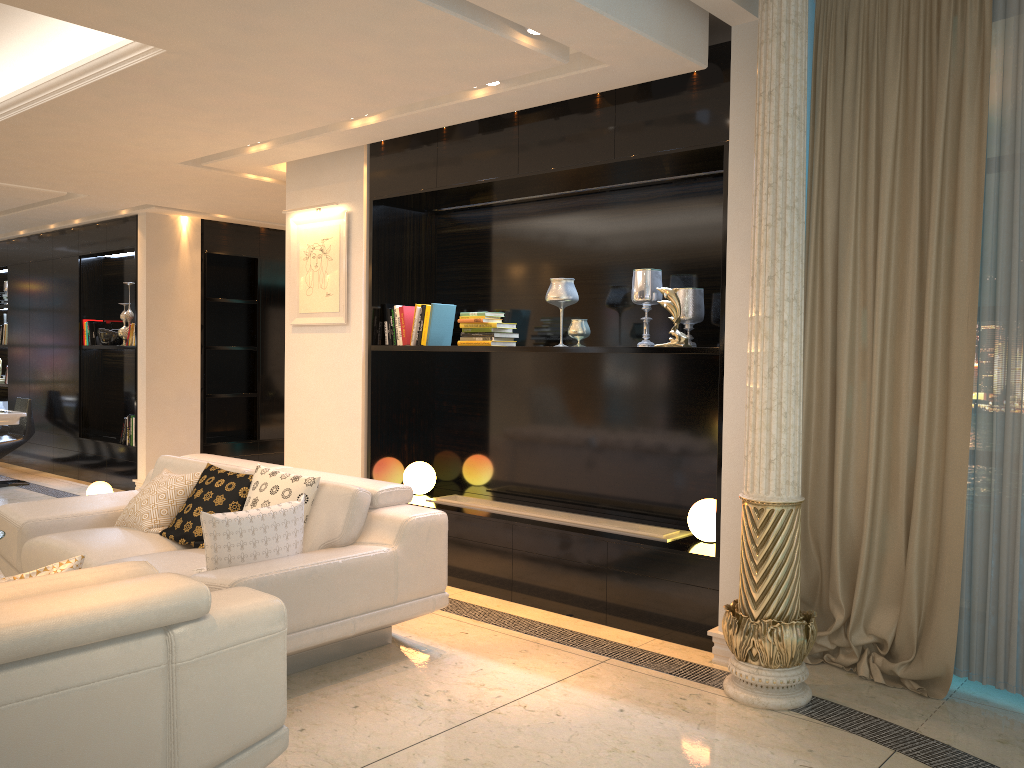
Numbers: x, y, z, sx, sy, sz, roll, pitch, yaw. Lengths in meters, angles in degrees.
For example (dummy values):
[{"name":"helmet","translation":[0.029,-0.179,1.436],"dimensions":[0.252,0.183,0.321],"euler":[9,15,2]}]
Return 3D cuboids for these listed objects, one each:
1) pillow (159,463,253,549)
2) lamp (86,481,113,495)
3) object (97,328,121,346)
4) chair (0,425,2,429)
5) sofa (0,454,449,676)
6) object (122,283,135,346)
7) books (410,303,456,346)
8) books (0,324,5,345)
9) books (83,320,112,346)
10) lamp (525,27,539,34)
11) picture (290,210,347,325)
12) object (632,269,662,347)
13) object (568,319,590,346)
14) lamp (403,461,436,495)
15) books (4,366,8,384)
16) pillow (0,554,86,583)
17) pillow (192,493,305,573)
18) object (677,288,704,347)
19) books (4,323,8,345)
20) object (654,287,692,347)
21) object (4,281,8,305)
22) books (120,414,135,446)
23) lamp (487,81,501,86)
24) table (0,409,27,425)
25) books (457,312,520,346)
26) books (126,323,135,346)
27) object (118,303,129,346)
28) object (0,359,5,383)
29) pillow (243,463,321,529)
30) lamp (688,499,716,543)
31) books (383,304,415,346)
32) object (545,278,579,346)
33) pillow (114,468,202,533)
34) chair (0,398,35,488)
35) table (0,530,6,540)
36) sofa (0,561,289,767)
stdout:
[{"name":"pillow","translation":[-1.536,0.605,4.454],"dimensions":[0.524,0.355,0.323],"euler":[2,2,41]},{"name":"lamp","translation":[-3.571,0.949,7.680],"dimensions":[0.212,0.214,0.213],"euler":[1,2,-10]},{"name":"object","translation":[-4.049,-0.468,8.926],"dimensions":[0.375,0.177,0.193],"euler":[2,2,42]},{"name":"chair","translation":[-5.679,0.547,9.265],"dimensions":[0.523,0.858,0.496],"euler":[2,2,41]},{"name":"sofa","translation":[-1.523,0.813,4.386],"dimensions":[2.328,0.754,1.145],"euler":[2,2,41]},{"name":"object","translation":[-3.731,-0.678,8.646],"dimensions":[0.121,0.612,0.121],"euler":[2,2,36]},{"name":"books","translation":[-0.495,-0.364,5.517],"dimensions":[0.210,0.261,0.212],"euler":[2,2,41]},{"name":"books","translation":[-6.066,-0.598,10.702],"dimensions":[0.245,0.256,0.207],"euler":[2,2,40]},{"name":"books","translation":[-4.273,-0.527,9.140],"dimensions":[0.236,0.270,0.210],"euler":[2,2,40]},{"name":"lamp","translation":[0.101,-1.487,3.596],"dimensions":[0.107,0.127,0.107],"euler":[2,2,22]},{"name":"picture","translation":[-1.283,-0.758,5.882],"dimensions":[0.610,0.729,0.027],"euler":[2,2,41]},{"name":"object","translation":[0.716,-0.391,4.712],"dimensions":[0.156,0.426,0.156],"euler":[-1,3,-44]},{"name":"object","translation":[0.368,-0.278,4.865],"dimensions":[0.119,0.154,0.119],"euler":[-1,2,-39]},{"name":"lamp","translation":[-0.599,0.609,5.750],"dimensions":[0.212,0.214,0.213],"euler":[1,2,-10]},{"name":"books","translation":[-5.925,-0.119,10.586],"dimensions":[0.284,0.232,0.182],"euler":[3,3,44]},{"name":"pillow","translation":[-1.423,0.674,2.417],"dimensions":[0.463,0.380,0.222],"euler":[-1,3,-45]},{"name":"pillow","translation":[-1.108,0.645,3.807],"dimensions":[0.521,0.325,0.281],"euler":[-1,2,-40]},{"name":"object","translation":[0.906,-0.328,4.540],"dimensions":[0.147,0.317,0.147],"euler":[3,2,43]},{"name":"books","translation":[-5.908,-0.594,10.566],"dimensions":[0.252,0.261,0.212],"euler":[2,2,41]},{"name":"object","translation":[0.777,-0.325,4.326],"dimensions":[0.182,0.293,0.116],"euler":[2,2,38]},{"name":"object","translation":[-6.108,-1.096,10.770],"dimensions":[0.111,0.301,0.111],"euler":[2,2,36]},{"name":"books","translation":[-3.621,0.437,8.579],"dimensions":[0.345,0.296,0.222],"euler":[2,2,41]},{"name":"lamp","translation":[-0.096,-1.499,4.251],"dimensions":[0.107,0.127,0.107],"euler":[2,2,22]},{"name":"table","translation":[-6.034,0.608,8.701],"dimensions":[3.031,0.759,1.293],"euler":[2,2,41]},{"name":"books","translation":[-0.144,-0.321,5.247],"dimensions":[0.296,0.197,0.260],"euler":[3,2,43]},{"name":"books","translation":[-3.576,-0.483,8.540],"dimensions":[0.290,0.238,0.189],"euler":[2,2,39]},{"name":"object","translation":[-3.829,-0.586,8.768],"dimensions":[0.121,0.416,0.121],"euler":[2,2,36]},{"name":"object","translation":[-6.318,-0.170,10.863],"dimensions":[0.177,0.311,0.177],"euler":[2,2,41]},{"name":"pillow","translation":[-1.161,0.604,4.188],"dimensions":[0.526,0.399,0.255],"euler":[2,2,41]},{"name":"lamp","translation":[0.979,0.675,4.392],"dimensions":[0.213,0.214,0.212],"euler":[1,2,1]},{"name":"books","translation":[-0.673,-0.376,5.665],"dimensions":[0.240,0.270,0.208],"euler":[2,2,41]},{"name":"object","translation":[0.278,-0.396,4.955],"dimensions":[0.181,0.381,0.181],"euler":[2,2,35]},{"name":"pillow","translation":[-1.890,0.625,4.746],"dimensions":[0.521,0.329,0.351],"euler":[2,2,41]},{"name":"chair","translation":[-5.035,0.573,8.711],"dimensions":[0.523,0.858,0.496],"euler":[2,2,41]},{"name":"table","translation":[-2.857,0.916,2.946],"dimensions":[0.999,0.565,2.140],"euler":[2,2,40]},{"name":"sofa","translation":[-1.817,0.882,2.056],"dimensions":[1.145,0.754,2.328],"euler":[2,2,41]}]
